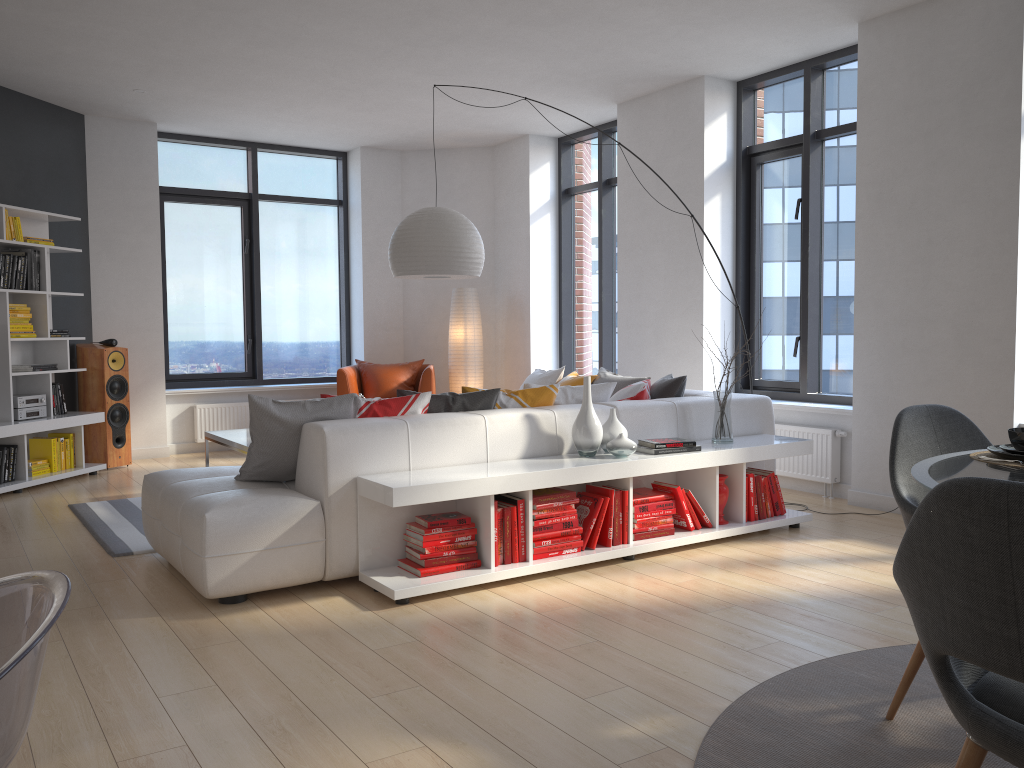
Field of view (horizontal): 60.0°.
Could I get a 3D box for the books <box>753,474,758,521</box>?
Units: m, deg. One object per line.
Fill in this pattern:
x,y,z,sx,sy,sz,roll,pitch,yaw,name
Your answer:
1.275,0.614,4.898,0.056,0.262,0.185,-3,4,-33,books

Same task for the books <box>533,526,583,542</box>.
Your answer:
0.147,0.696,4.216,0.301,0.032,0.227,-3,4,-33,books

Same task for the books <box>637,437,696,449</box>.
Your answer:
0.798,0.306,4.581,0.238,0.027,0.188,-2,4,-20,books

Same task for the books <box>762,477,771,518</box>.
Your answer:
1.357,0.623,4.956,0.081,0.230,0.165,-3,4,-33,books

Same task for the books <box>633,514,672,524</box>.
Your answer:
0.670,0.674,4.533,0.236,0.023,0.178,-3,4,-33,books

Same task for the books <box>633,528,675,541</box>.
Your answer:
0.666,0.752,4.547,0.259,0.034,0.206,-2,4,-30,books

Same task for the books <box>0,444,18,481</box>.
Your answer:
-3.657,0.566,6.376,0.197,0.260,0.066,0,4,12,books

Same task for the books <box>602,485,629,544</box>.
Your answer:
0.512,0.646,4.399,0.028,0.269,0.181,-3,4,-33,books

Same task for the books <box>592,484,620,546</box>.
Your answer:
0.450,0.646,4.387,0.038,0.270,0.215,-3,4,-33,books

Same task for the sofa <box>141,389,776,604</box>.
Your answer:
-0.518,0.433,5.529,3.424,0.732,2.614,-3,4,-33,sofa

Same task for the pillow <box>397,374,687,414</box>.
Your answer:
0.273,0.185,5.063,2.120,0.436,0.608,-3,4,-37,pillow

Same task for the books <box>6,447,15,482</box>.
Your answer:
-3.663,0.573,6.343,0.191,0.249,0.084,0,4,12,books

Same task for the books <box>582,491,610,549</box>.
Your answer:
0.374,0.662,4.319,0.115,0.245,0.192,-3,4,-33,books

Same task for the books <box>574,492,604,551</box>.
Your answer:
0.336,0.663,4.302,0.144,0.247,0.188,-3,4,-33,books

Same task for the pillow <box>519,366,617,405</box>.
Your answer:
0.176,0.130,5.937,0.580,0.456,2.156,-1,3,-7,pillow

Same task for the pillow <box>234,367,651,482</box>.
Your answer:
-0.259,0.183,5.102,0.647,0.453,2.953,3,5,44,pillow

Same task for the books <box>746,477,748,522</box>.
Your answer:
1.222,0.620,4.857,0.026,0.250,0.168,-3,4,-33,books

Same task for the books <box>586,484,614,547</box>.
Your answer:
0.427,0.644,4.353,0.046,0.282,0.199,-3,4,-33,books

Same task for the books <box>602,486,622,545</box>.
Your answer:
0.481,0.649,4.396,0.028,0.266,0.188,-3,4,-33,books

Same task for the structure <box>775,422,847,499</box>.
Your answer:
1.901,0.508,6.204,0.110,0.460,1.015,-3,4,-33,structure

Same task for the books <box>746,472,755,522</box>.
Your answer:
1.248,0.610,4.883,0.050,0.268,0.198,-3,4,-33,books

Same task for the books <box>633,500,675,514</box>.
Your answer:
0.664,0.615,4.551,0.279,0.039,0.206,-3,4,-34,books

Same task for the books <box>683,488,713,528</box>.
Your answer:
0.931,0.649,4.692,0.186,0.223,0.188,-3,4,-33,books

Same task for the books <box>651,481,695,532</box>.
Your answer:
0.841,0.638,4.641,0.134,0.248,0.192,-3,4,-33,books

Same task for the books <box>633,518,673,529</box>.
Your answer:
0.667,0.697,4.543,0.257,0.025,0.182,-3,4,-33,books

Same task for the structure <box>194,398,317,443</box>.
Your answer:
-2.355,0.392,8.710,1.474,0.460,0.110,-3,4,-33,structure

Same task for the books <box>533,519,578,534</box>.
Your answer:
0.141,0.661,4.211,0.279,0.039,0.206,-3,4,-32,books

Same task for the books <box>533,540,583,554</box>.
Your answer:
0.168,0.753,4.185,0.282,0.030,0.188,-3,4,-32,books

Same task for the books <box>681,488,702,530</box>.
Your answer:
0.885,0.645,4.662,0.148,0.232,0.171,-3,4,-31,books

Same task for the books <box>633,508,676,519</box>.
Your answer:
0.675,0.649,4.541,0.261,0.027,0.191,-2,4,-29,books

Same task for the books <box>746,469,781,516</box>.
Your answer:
1.405,0.612,5.000,0.119,0.249,0.187,-3,4,-33,books

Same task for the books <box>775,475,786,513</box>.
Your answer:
1.458,0.618,5.041,0.103,0.230,0.173,-3,4,-33,books

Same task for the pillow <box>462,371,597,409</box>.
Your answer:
0.148,0.168,5.621,0.630,0.440,2.095,0,4,14,pillow

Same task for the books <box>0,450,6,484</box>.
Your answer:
-3.656,0.584,6.253,0.172,0.242,0.069,0,4,13,books

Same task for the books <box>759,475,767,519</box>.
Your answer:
1.331,0.619,4.932,0.066,0.247,0.175,-3,4,-33,books

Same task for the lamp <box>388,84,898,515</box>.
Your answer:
0.832,-0.539,5.547,3.199,2.647,0.710,0,3,3,lamp

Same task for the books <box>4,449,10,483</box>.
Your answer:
-3.666,0.580,6.305,0.179,0.243,0.068,0,4,10,books

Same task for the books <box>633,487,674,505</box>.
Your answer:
0.645,0.579,4.566,0.301,0.032,0.227,-3,4,-33,books

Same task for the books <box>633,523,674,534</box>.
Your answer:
0.663,0.723,4.533,0.266,0.026,0.187,-2,4,-28,books

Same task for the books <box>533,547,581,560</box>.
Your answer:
0.156,0.781,4.200,0.274,0.029,0.200,-3,4,-33,books

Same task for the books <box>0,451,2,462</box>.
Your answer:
-3.676,0.589,6.222,0.169,0.233,0.081,0,4,11,books

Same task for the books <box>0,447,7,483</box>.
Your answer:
-3.677,0.575,6.280,0.192,0.254,0.075,0,4,11,books

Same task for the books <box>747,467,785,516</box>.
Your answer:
1.430,0.607,5.020,0.116,0.255,0.198,-3,4,-33,books

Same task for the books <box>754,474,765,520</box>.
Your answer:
1.300,0.616,4.925,0.076,0.252,0.199,-3,4,-33,books

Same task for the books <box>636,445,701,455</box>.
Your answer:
0.786,0.331,4.604,0.300,0.026,0.245,-2,4,-28,books

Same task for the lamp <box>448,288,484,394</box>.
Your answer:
-0.267,-0.171,8.718,0.804,1.550,0.502,1,4,17,lamp

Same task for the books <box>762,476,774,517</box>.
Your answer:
1.375,0.621,4.972,0.083,0.233,0.178,-3,4,-33,books

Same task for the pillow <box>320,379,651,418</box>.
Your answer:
0.004,0.224,4.879,2.250,0.449,0.575,-3,4,-36,pillow
